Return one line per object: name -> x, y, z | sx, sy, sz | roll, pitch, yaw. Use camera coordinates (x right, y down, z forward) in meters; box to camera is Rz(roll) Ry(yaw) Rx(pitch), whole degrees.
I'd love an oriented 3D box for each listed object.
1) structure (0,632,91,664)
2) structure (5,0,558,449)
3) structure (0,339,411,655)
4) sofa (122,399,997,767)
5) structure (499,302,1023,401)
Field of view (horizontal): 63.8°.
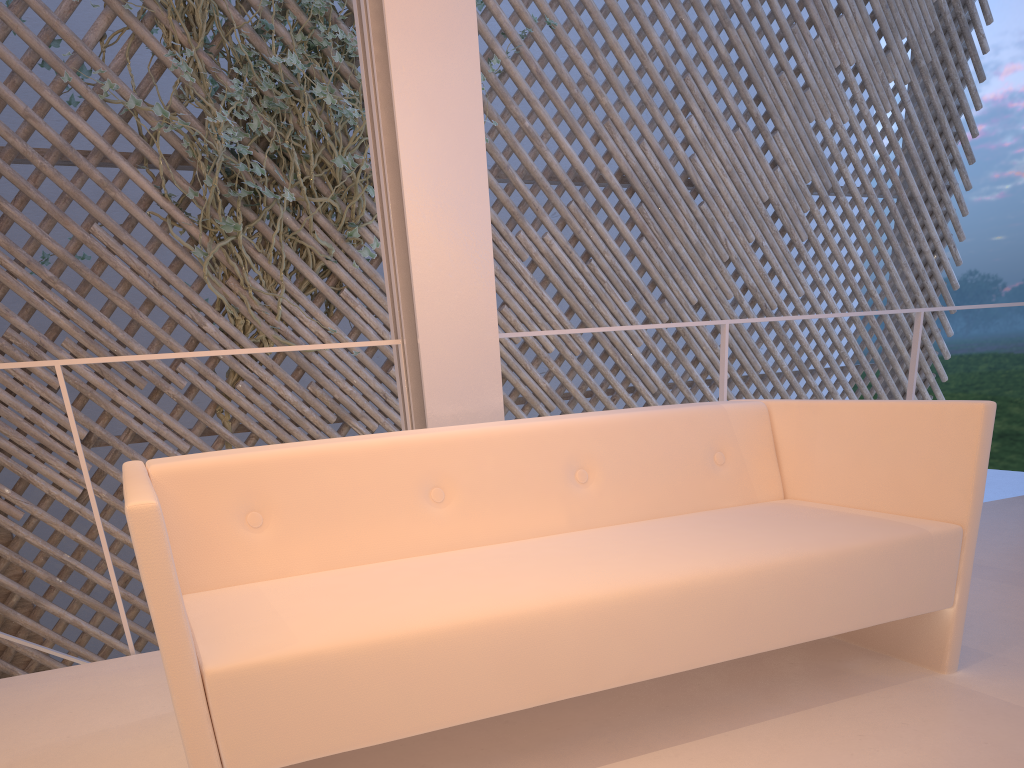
structure -> -1.329, 1.019, 2.165 | 1.906, 2.150, 1.098 | -10, 17, -28
structure -> -0.475, -1.231, 2.645 | 2.286, 2.982, 0.682 | -11, 20, -28
structure -> -0.955, 0.276, 1.299 | 1.671, 0.620, 0.025 | -6, 19, -21
sofa -> 0.053, 0.251, 1.100 | 0.966, 0.407, 0.467 | -6, 9, -22
structure -> 0.732, 0.135, 1.952 | 1.669, 0.620, 0.025 | -6, 19, -21
